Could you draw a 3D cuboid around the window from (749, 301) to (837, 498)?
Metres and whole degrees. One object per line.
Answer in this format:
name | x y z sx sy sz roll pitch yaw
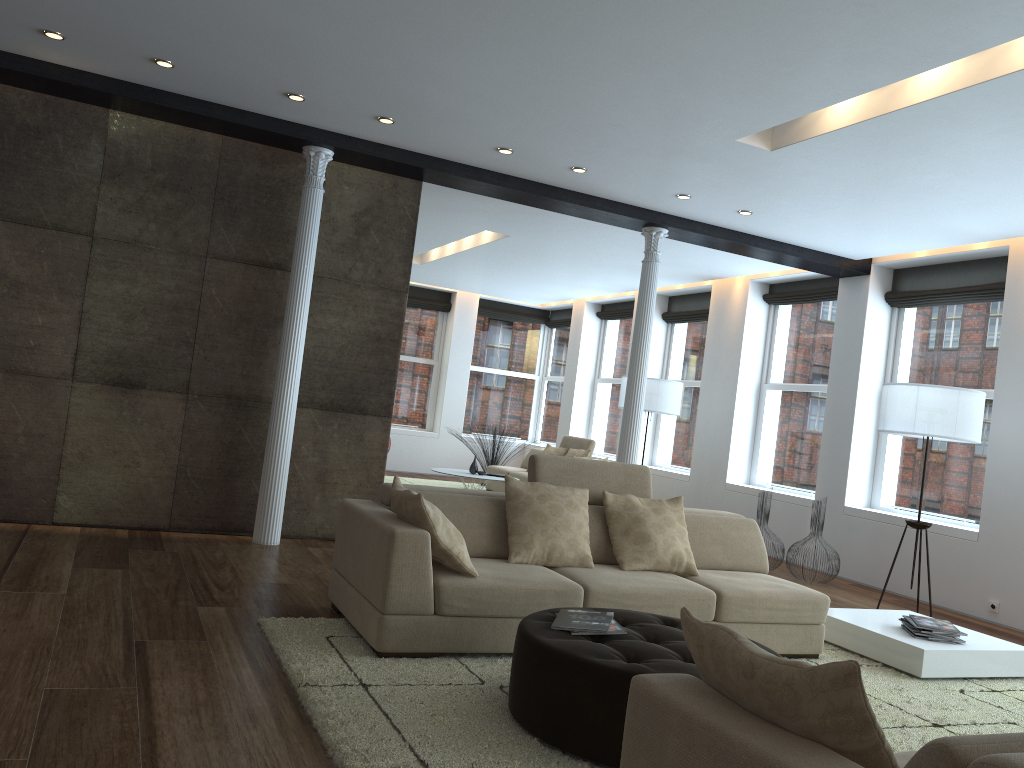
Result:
window | 3.157 0.063 9.581 0.123 2.400 1.391 8 -2 -24

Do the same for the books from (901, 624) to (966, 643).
books | 2.419 1.435 5.100 0.220 0.010 0.300 7 -2 -4

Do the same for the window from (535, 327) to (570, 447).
window | 3.852 1.193 22.870 34.761 17.917 13.698 8 -2 -24

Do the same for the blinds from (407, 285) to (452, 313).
blinds | -1.658 -1.425 14.372 1.422 0.363 0.156 8 -2 -24

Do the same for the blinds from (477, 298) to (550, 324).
blinds | 0.003 -1.218 15.116 1.442 0.312 0.155 8 -2 -24

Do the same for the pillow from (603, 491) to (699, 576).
pillow | 0.774 0.832 5.002 0.519 0.416 0.368 8 -2 -19

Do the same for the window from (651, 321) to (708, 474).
window | 2.317 0.019 11.470 0.123 2.400 1.345 8 -2 -24

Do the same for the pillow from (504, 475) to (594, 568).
pillow | 0.204 0.742 4.760 0.534 0.439 0.301 8 -2 -20

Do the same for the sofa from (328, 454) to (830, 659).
sofa | 0.424 0.903 4.847 2.581 0.950 1.021 8 -2 -24

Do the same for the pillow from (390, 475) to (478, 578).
pillow | -0.390 0.672 4.234 0.395 0.393 0.518 8 -2 -20

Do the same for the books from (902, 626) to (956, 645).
books | 2.393 1.441 5.105 0.220 0.010 0.300 7 -2 11

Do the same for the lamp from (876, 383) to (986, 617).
lamp | 3.024 0.890 6.562 0.698 1.728 0.698 7 -2 0

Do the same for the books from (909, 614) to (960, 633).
books | 2.426 1.377 5.102 0.220 0.010 0.300 7 -2 16

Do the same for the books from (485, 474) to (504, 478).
books | -0.165 1.062 10.249 0.300 0.010 0.220 7 -2 11

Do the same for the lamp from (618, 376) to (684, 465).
lamp | 1.485 0.808 10.024 0.698 1.728 0.698 7 -2 0

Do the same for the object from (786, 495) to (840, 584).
object | 2.707 1.374 7.909 0.458 0.781 0.458 8 -2 -25

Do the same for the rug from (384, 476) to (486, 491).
rug | -0.583 1.449 11.132 2.972 0.020 4.231 8 -2 -24

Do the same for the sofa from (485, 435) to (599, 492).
sofa | 0.628 1.149 11.643 1.018 0.950 2.581 8 -2 -24

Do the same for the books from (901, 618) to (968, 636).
books | 2.424 1.396 5.102 0.220 0.010 0.300 7 -2 -9

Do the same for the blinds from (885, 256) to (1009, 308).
blinds | 3.948 -0.913 7.927 0.183 0.395 1.431 8 -2 -24

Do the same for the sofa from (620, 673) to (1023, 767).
sofa | 1.621 0.966 2.155 2.581 0.950 1.021 8 -2 -24

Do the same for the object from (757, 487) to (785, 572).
object | 2.321 1.337 8.246 0.458 0.781 0.458 8 -2 -25

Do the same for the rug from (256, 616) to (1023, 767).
rug | 1.289 1.447 3.806 4.231 0.020 2.972 8 -2 -24

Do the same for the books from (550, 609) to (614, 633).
books | 0.283 0.936 3.511 0.220 0.040 0.301 7 -2 11

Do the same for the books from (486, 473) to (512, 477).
books | -0.159 1.054 10.274 0.300 0.010 0.220 7 -2 -9

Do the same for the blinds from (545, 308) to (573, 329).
blinds | 0.925 -1.106 14.775 0.156 0.327 1.377 8 -2 -24

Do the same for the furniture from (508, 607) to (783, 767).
furniture | 0.524 1.150 3.433 1.057 0.355 1.057 8 -2 -22

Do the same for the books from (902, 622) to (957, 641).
books | 2.396 1.422 5.105 0.220 0.010 0.300 7 -2 11

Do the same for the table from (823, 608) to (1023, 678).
table | 2.398 1.539 5.289 0.900 0.170 0.900 8 -2 -24

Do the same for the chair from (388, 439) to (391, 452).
chair | -2.041 0.883 12.267 0.810 0.818 0.669 9 -3 -44

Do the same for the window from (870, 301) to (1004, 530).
window | 3.892 0.102 7.926 0.123 2.400 1.432 8 -2 -24

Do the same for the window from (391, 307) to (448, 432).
window | -1.824 -0.406 14.425 1.420 2.400 0.123 8 -2 -24

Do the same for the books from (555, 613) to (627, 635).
books | 0.307 0.946 3.506 0.219 0.031 0.300 7 -2 -9

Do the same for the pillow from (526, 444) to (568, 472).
pillow | 0.492 1.023 11.985 0.368 0.416 0.519 8 -2 -28

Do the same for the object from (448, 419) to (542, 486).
object | -0.294 1.033 13.214 1.119 1.014 1.125 9 -2 -38

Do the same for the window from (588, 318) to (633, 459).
window | 1.587 -0.020 13.109 0.123 2.400 1.444 8 -2 -24

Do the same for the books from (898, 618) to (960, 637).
books | 2.398 1.403 5.106 0.220 0.010 0.300 7 -2 1

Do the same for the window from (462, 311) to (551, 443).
window | -0.150 -0.171 15.168 1.474 2.400 0.123 8 -2 -24

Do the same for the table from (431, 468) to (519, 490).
table | -0.445 1.227 10.143 1.022 0.393 1.022 6 -2 20

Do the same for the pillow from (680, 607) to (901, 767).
pillow | 0.625 0.726 1.952 0.395 0.393 0.518 8 -2 -27

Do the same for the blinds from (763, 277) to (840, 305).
blinds | 3.234 -1.010 9.590 0.156 0.275 1.396 8 -2 -24

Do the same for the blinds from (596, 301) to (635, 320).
blinds | 1.666 -1.093 13.116 0.156 0.275 1.442 8 -2 -24

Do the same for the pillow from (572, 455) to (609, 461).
pillow | 0.849 1.035 10.628 0.518 0.393 0.395 8 -2 -27

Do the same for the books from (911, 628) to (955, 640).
books | 2.421 1.416 5.101 0.220 0.010 0.300 6 -2 26

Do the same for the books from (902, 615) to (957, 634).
books | 2.400 1.384 5.107 0.220 0.010 0.300 7 -2 11

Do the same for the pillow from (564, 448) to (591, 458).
pillow | 0.758 1.027 11.420 0.301 0.439 0.534 8 -2 -27

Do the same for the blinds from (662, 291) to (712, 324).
blinds | 2.386 -0.996 11.478 0.156 0.393 1.342 8 -2 -24
